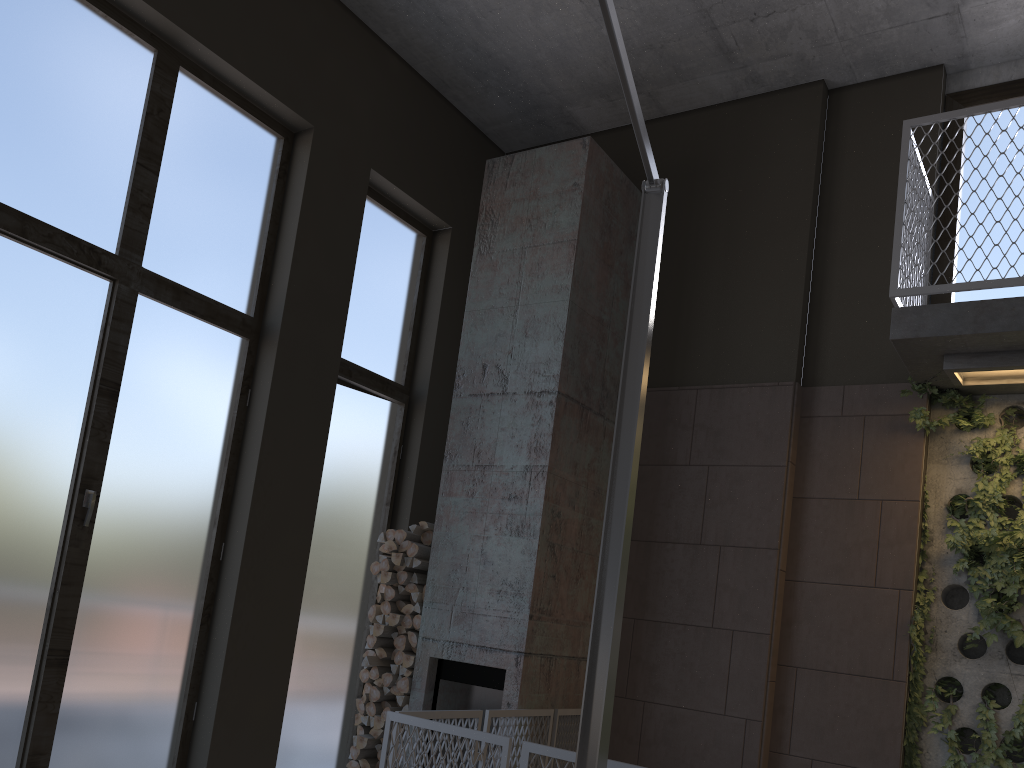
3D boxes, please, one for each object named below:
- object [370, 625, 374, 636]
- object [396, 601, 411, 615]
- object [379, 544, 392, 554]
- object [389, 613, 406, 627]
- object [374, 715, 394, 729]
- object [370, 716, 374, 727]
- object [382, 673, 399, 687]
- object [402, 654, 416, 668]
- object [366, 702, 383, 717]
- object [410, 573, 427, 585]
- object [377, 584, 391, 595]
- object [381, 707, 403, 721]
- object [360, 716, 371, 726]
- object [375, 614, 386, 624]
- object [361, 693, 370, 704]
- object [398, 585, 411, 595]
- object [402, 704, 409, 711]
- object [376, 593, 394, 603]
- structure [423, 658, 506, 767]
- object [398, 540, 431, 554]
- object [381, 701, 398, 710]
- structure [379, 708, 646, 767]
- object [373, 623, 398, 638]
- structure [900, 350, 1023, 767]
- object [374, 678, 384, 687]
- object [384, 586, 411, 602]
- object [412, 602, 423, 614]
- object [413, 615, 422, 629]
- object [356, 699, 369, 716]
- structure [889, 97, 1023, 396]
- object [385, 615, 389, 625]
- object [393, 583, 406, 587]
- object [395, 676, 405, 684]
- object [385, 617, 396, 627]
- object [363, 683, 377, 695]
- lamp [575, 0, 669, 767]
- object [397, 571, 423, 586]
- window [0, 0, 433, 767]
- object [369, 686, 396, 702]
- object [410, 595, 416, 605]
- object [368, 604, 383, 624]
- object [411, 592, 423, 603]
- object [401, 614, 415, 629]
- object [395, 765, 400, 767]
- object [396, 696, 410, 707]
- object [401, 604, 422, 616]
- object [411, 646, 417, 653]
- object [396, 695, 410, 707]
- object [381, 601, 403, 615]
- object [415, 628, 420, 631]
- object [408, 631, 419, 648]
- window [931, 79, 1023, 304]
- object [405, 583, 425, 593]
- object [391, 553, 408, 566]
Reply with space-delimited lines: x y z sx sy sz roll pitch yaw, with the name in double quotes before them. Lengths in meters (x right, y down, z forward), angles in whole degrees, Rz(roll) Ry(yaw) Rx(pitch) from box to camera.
"object" -0.795 1.669 5.884 0.067 0.065 0.434 0 -16 33
"object" -0.630 1.518 5.897 0.101 0.084 0.373 0 -17 33
"object" -0.739 1.150 5.989 0.122 0.067 0.373 -2 -17 34
"object" -0.631 1.588 5.839 0.093 0.081 0.493 0 -17 33
"object" -0.715 2.221 5.760 0.093 0.081 0.493 0 -17 33
"object" -0.778 2.235 5.803 0.067 0.065 0.434 0 -16 33
"object" -0.679 1.951 5.773 0.090 0.087 0.468 0 -16 32
"object" -0.526 1.816 5.717 0.093 0.081 0.493 0 -17 33
"object" -0.795 2.162 5.838 0.092 0.091 0.449 0 -16 33
"object" -0.519 1.314 5.838 0.067 0.069 0.435 0 -16 33
"object" -0.772 1.418 5.946 0.101 0.100 0.300 0 -16 35
"object" -0.663 2.150 5.715 0.091 0.087 0.468 0 -17 35
"object" -0.845 2.237 5.848 0.067 0.065 0.434 0 -17 33
"object" -0.760 1.603 5.927 0.067 0.065 0.434 0 -17 33
"object" -0.894 2.072 5.782 0.045 0.071 0.258 1 -16 33
"object" -0.629 1.388 5.869 0.064 0.072 0.369 1 -16 32
"object" -0.561 2.097 5.678 0.066 0.083 0.437 1 -16 32
"object" -0.809 1.439 5.861 0.045 0.071 0.258 1 -16 33
"structure" -0.269 2.159 5.317 0.575 0.907 0.058 1 -10 35
"object" -0.597 1.109 5.839 0.104 0.082 0.373 0 -17 33
"object" -0.715 2.151 5.818 0.101 0.084 0.373 0 -17 33
"structure" 1.717 2.149 3.541 4.427 0.912 1.980 -3 -17 34
"object" -0.732 1.655 5.841 0.093 0.081 0.493 0 -17 33
"structure" 3.091 1.467 4.048 2.624 3.734 1.029 1 -10 35
"object" -0.773 1.979 5.807 0.089 0.055 0.341 -1 -17 33
"object" -0.719 1.410 5.856 0.098 0.104 0.302 0 -16 35
"object" -0.496 1.489 5.774 0.071 0.071 0.434 0 -16 33
"object" -0.480 1.577 5.756 0.091 0.090 0.449 0 -16 33
"object" -0.894 2.158 5.853 0.088 0.106 0.375 1 -16 33
"structure" 3.040 0.560 2.870 3.680 4.216 3.114 0 -12 34
"object" -0.693 1.602 5.882 0.067 0.065 0.434 0 -16 33
"object" -0.688 1.346 5.887 0.089 0.055 0.341 -1 -17 33
"object" -0.603 1.947 5.759 0.067 0.069 0.435 0 -16 33
"object" -0.654 1.589 5.832 0.114 0.077 0.447 -1 -17 33
"object" -0.857 2.051 5.867 0.101 0.100 0.300 0 -16 35
"lamp" -0.051 0.155 1.458 0.753 3.345 2.702 5 -11 22
"object" -0.594 1.318 5.852 0.090 0.087 0.468 0 -16 32
"window" -3.327 -0.480 2.444 0.209 4.067 9.466 3 -14 33
"object" -0.804 2.043 5.776 0.098 0.104 0.302 0 -16 35
"object" -0.555 1.469 5.899 0.104 0.100 0.300 0 -16 33
"object" -0.830 1.568 5.937 0.064 0.122 0.374 2 -15 33
"object" -0.518 1.435 5.792 0.066 0.083 0.437 1 -16 32
"object" -0.551 1.589 5.808 0.090 0.087 0.468 0 -16 33
"object" -0.622 2.423 5.657 0.071 0.071 0.434 0 -16 33
"object" -0.603 2.069 5.713 0.066 0.083 0.437 1 -16 32
"object" -0.553 1.522 5.830 0.114 0.077 0.447 -1 -17 33
"object" -0.525 1.746 5.775 0.101 0.084 0.373 0 -17 33
"object" -0.640 2.103 5.820 0.104 0.100 0.300 0 -16 33
"object" -0.710 1.528 5.918 0.092 0.091 0.449 0 -16 33
"object" -0.502 1.572 5.726 0.101 0.100 0.300 0 -16 35
"object" -0.539 1.679 5.712 0.088 0.106 0.375 1 -16 33
"window" 4.033 -0.981 4.273 3.566 1.709 0.112 -2 -11 34
"object" -0.546 1.370 5.810 0.122 0.066 0.373 -2 -18 34
"object" -0.620 1.204 5.878 0.093 0.081 0.493 0 -17 33
